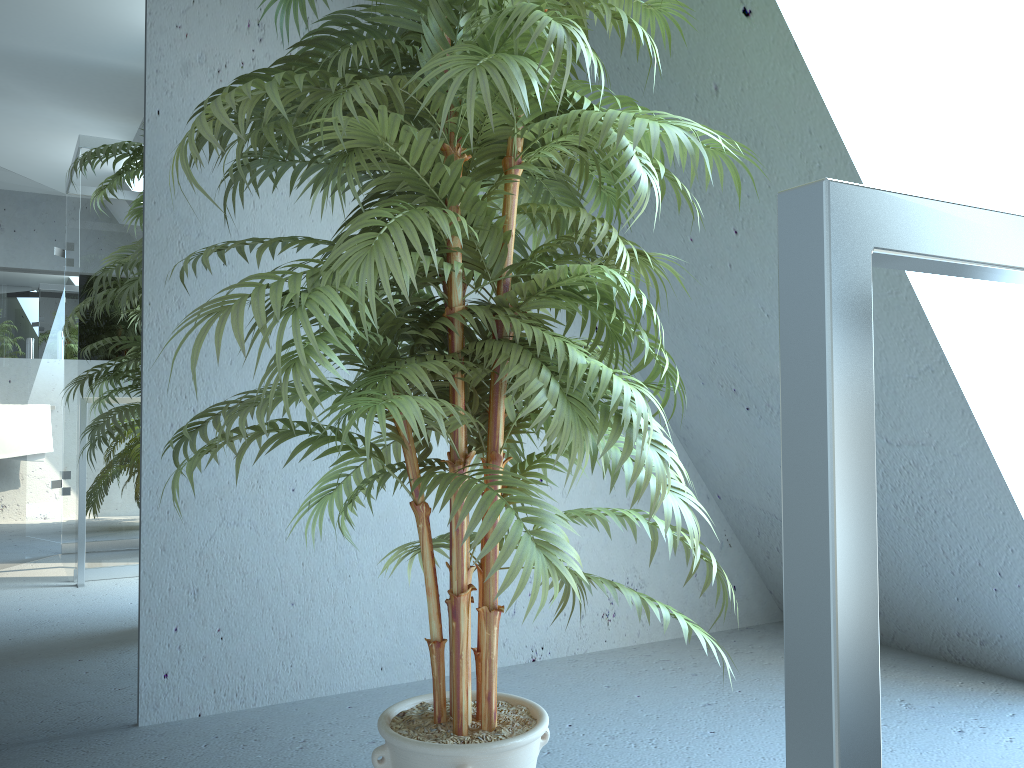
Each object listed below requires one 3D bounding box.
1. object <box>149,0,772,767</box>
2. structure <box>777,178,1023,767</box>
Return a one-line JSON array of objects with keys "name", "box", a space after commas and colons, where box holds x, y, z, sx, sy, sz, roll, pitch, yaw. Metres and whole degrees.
[{"name": "object", "box": [-0.072, -0.203, 1.516, 0.980, 2.034, 1.020, -1, -2, 19]}, {"name": "structure", "box": [0.662, -0.299, 0.092, 1.835, 2.114, 1.184, 1, -3, -30]}]
